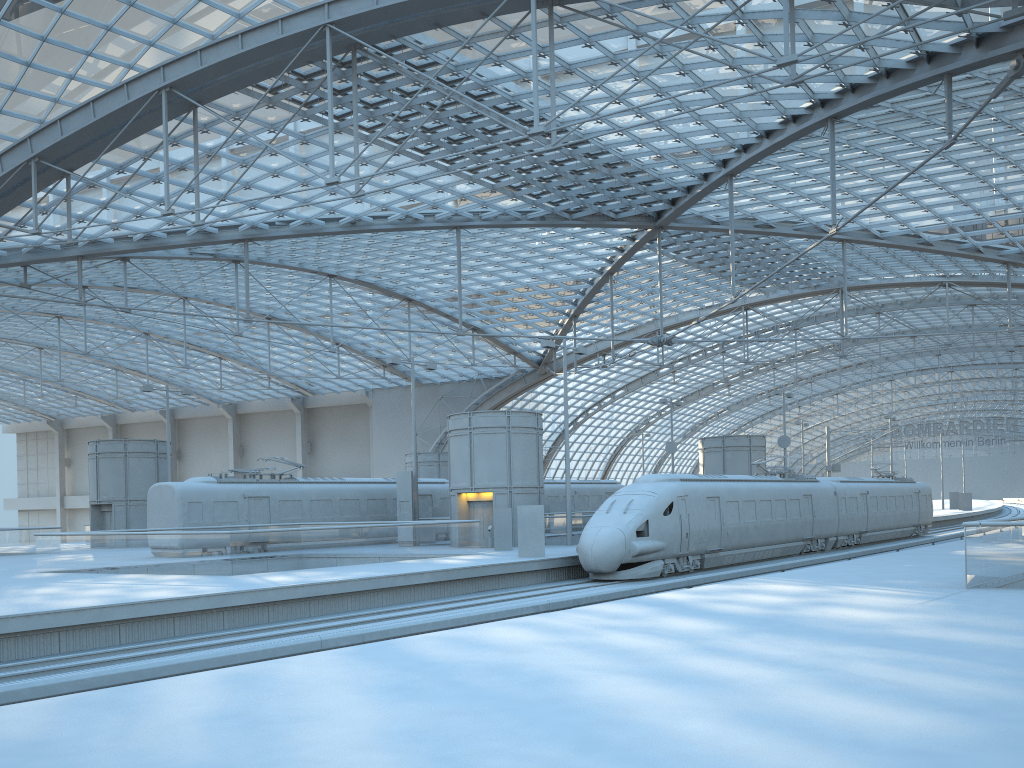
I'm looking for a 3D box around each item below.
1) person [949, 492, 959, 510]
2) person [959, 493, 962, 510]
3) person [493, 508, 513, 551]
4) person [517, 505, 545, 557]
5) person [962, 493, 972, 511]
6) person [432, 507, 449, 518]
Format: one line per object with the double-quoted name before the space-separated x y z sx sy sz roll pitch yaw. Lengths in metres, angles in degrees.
"person" 44.543 11.787 88.653 0.902 1.799 0.001 -3 -1 33
"person" 43.327 11.282 84.243 0.878 1.705 0.001 -3 -1 38
"person" -0.323 5.408 32.576 0.711 1.612 0.001 -2 0 17
"person" 0.631 4.733 28.138 0.876 1.706 0.001 -2 0 12
"person" 41.887 10.871 80.857 0.829 1.732 0.001 -3 -1 38
"person" -3.349 6.659 41.463 0.828 1.732 0.001 -2 0 12
